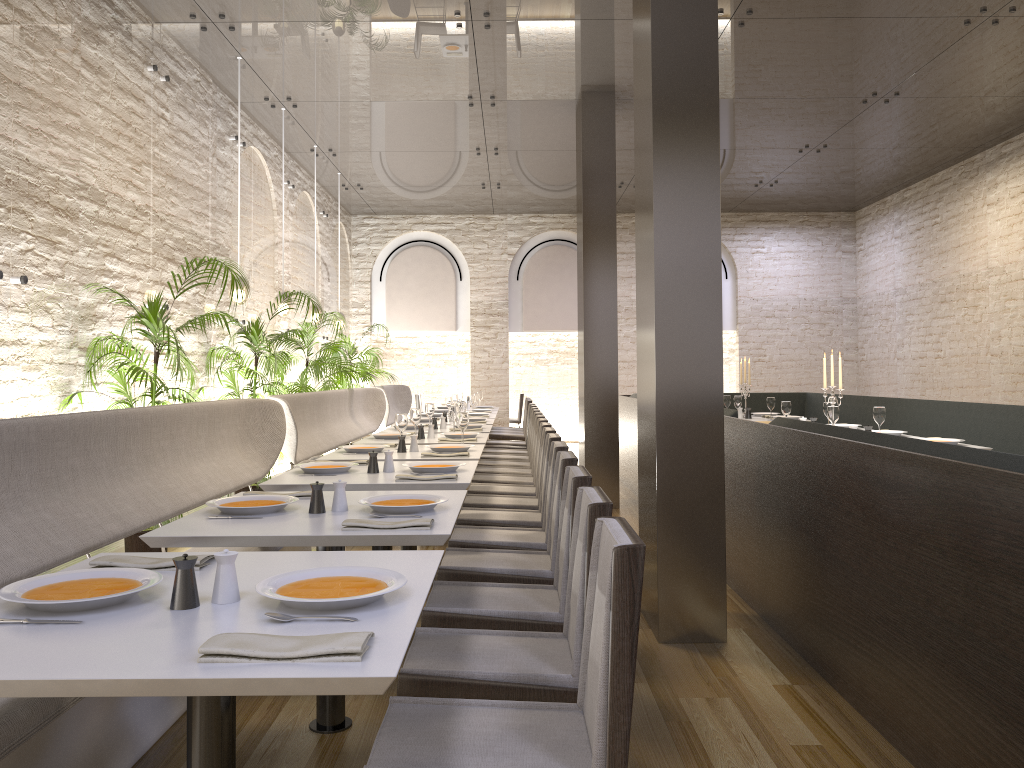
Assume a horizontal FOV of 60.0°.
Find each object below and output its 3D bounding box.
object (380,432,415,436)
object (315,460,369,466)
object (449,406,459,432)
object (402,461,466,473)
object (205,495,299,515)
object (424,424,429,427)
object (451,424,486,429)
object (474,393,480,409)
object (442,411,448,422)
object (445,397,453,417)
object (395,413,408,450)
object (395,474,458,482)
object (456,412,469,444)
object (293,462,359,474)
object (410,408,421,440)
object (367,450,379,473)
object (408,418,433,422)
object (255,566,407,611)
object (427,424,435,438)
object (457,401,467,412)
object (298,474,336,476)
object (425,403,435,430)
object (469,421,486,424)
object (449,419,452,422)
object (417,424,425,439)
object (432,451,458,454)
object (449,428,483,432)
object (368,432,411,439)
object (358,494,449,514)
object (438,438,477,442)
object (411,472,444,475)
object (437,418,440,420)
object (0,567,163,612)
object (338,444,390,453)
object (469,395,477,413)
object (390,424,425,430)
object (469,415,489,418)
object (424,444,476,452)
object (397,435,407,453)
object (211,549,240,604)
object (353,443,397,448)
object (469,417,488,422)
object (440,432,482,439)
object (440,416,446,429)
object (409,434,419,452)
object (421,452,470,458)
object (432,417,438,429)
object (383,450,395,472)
[{"bbox_3d":[-0.907,0.398,7.048,0.273,0.033,0.142,0,1,0],"label":"object"},{"bbox_3d":[-0.907,0.424,4.753,0.273,0.033,0.142,0,1,0],"label":"object"},{"bbox_3d":[-0.458,0.290,6.995,0.086,0.231,0.086,-1,-1,6],"label":"object"},{"bbox_3d":[-0.387,0.417,4.409,0.322,0.036,0.321,-1,1,-22],"label":"object"},{"bbox_3d":[-0.924,0.435,3.161,0.322,0.036,0.321,-1,1,-22],"label":"object"},{"bbox_3d":[-0.907,0.386,8.209,0.273,0.033,0.142,0,1,0],"label":"object"},{"bbox_3d":[-0.387,0.379,7.866,0.322,0.036,0.321,-1,1,-22],"label":"object"},{"bbox_3d":[-0.458,0.239,11.533,0.086,0.231,0.086,-1,-2,30],"label":"object"},{"bbox_3d":[-0.681,0.329,8.972,0.059,0.109,0.059,0,-1,-8],"label":"object"},{"bbox_3d":[-0.713,0.258,9.983,0.086,0.231,0.086,-1,-2,30],"label":"object"},{"bbox_3d":[-0.712,0.306,5.704,0.086,0.231,0.086,-2,-2,42],"label":"object"},{"bbox_3d":[-0.388,0.428,4.050,0.273,0.033,0.142,0,1,0],"label":"object"},{"bbox_3d":[-0.324,0.302,5.808,0.086,0.231,0.086,-2,-2,42],"label":"object"},{"bbox_3d":[-0.924,0.421,4.411,0.322,0.036,0.321,-1,1,-22],"label":"object"},{"bbox_3d":[-0.712,0.296,6.542,0.086,0.231,0.086,1,-2,-42],"label":"object"},{"bbox_3d":[-0.681,0.380,4.345,0.059,0.109,0.059,0,-1,-8],"label":"object"},{"bbox_3d":[-0.925,0.369,9.038,0.322,0.036,0.321,-1,1,-22],"label":"object"},{"bbox_3d":[-0.387,0.444,1.908,0.322,0.036,0.321,-1,1,-22],"label":"object"},{"bbox_3d":[-0.611,0.354,6.686,0.059,0.109,0.059,0,-1,-8],"label":"object"},{"bbox_3d":[-0.458,0.277,8.130,0.086,0.231,0.086,-2,-2,42],"label":"object"},{"bbox_3d":[-0.929,0.433,4.227,0.185,0.010,0.017,0,0,0],"label":"object"},{"bbox_3d":[-0.712,0.284,7.677,0.086,0.231,0.086,-2,-2,42],"label":"object"},{"bbox_3d":[-0.389,0.377,8.677,0.273,0.033,0.142,0,1,0],"label":"object"},{"bbox_3d":[-0.611,0.328,9.018,0.059,0.109,0.059,0,-1,-8],"label":"object"},{"bbox_3d":[-0.681,0.355,6.640,0.059,0.109,0.059,0,-1,-8],"label":"object"},{"bbox_3d":[-0.392,0.414,5.359,0.181,0.015,0.038,0,0,1],"label":"object"},{"bbox_3d":[-0.389,0.390,7.506,0.273,0.033,0.142,0,1,0],"label":"object"},{"bbox_3d":[-0.925,0.395,6.707,0.322,0.036,0.321,-1,1,-18],"label":"object"},{"bbox_3d":[-0.387,0.431,3.159,0.322,0.036,0.321,-1,1,-22],"label":"object"},{"bbox_3d":[-0.389,0.402,6.345,0.273,0.033,0.142,0,1,0],"label":"object"},{"bbox_3d":[-0.392,0.427,4.226,0.181,0.015,0.038,0,0,1],"label":"object"},{"bbox_3d":[-0.907,0.373,9.380,0.273,0.033,0.142,0,1,0],"label":"object"},{"bbox_3d":[-0.924,0.448,1.910,0.322,0.036,0.321,-1,1,-22],"label":"object"},{"bbox_3d":[-0.925,0.408,5.544,0.321,0.036,0.321,0,1,35],"label":"object"},{"bbox_3d":[-0.458,0.252,10.436,0.086,0.231,0.086,-1,-2,30],"label":"object"},{"bbox_3d":[-0.925,0.382,7.868,0.322,0.036,0.321,-1,1,-22],"label":"object"},{"bbox_3d":[-0.389,0.364,9.795,0.273,0.033,0.142,0,1,0],"label":"object"},{"bbox_3d":[-0.387,0.404,5.542,0.321,0.036,0.321,0,1,35],"label":"object"},{"bbox_3d":[-0.681,0.368,5.477,0.059,0.109,0.059,-1,-1,8],"label":"object"},{"bbox_3d":[-0.610,0.407,1.889,0.059,0.109,0.059,0,-1,-8],"label":"object"},{"bbox_3d":[-0.907,0.411,5.885,0.273,0.033,0.142,0,1,0],"label":"object"},{"bbox_3d":[-0.388,0.366,9.037,0.322,0.036,0.321,-1,1,-22],"label":"object"},{"bbox_3d":[-0.387,0.391,6.705,0.322,0.036,0.321,-1,1,-18],"label":"object"},{"bbox_3d":[-0.611,0.341,7.847,0.059,0.109,0.059,0,-1,-8],"label":"object"},{"bbox_3d":[-0.610,0.367,5.523,0.059,0.109,0.059,-1,-1,8],"label":"object"},{"bbox_3d":[-0.388,0.415,5.182,0.273,0.033,0.142,0,1,0],"label":"object"},{"bbox_3d":[-0.681,0.342,7.801,0.059,0.109,0.059,0,-1,-8],"label":"object"},{"bbox_3d":[-0.610,0.379,4.391,0.059,0.109,0.059,0,-1,-8],"label":"object"}]
